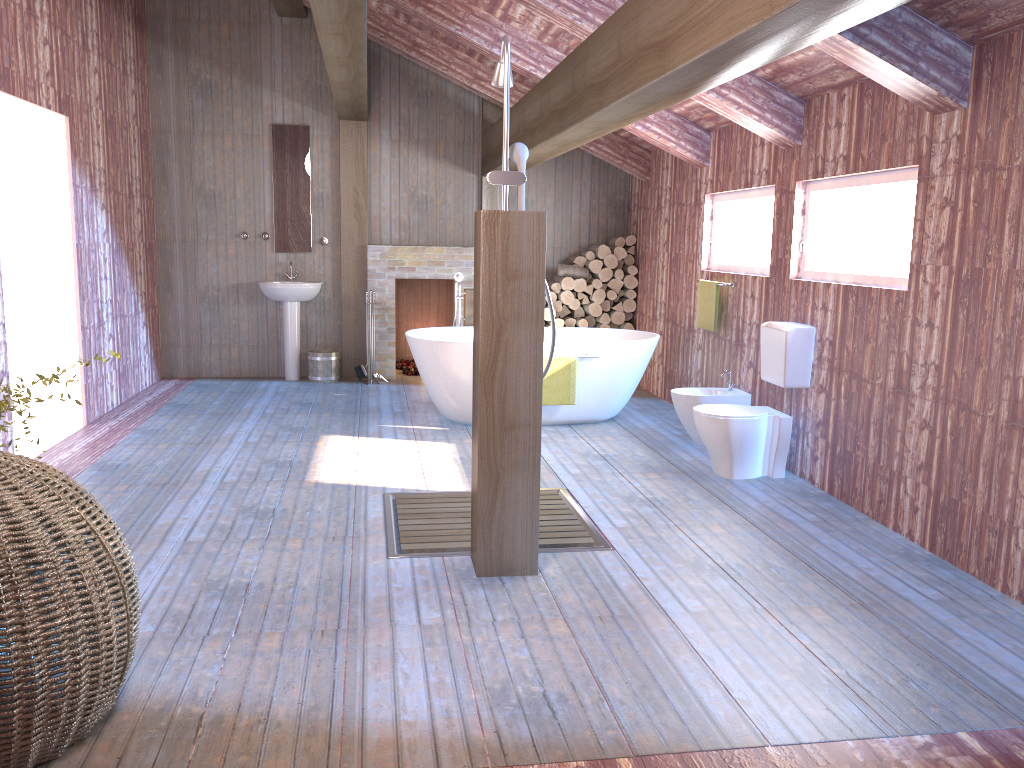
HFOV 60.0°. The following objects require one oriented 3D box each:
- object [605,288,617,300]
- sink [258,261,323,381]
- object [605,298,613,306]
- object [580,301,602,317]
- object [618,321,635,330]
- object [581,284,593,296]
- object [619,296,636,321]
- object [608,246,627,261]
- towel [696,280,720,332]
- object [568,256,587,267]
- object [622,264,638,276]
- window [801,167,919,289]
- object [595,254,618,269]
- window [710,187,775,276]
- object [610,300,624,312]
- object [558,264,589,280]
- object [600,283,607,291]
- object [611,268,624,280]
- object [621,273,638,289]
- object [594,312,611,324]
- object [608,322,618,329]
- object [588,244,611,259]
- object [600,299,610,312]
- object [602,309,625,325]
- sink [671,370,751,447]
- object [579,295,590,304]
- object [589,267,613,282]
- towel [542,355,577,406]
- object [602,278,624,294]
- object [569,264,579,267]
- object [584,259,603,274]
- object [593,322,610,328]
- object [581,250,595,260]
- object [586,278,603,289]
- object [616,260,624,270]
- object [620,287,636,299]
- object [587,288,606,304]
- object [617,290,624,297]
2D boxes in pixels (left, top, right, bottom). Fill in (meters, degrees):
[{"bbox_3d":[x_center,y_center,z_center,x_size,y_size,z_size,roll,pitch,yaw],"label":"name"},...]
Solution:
[{"bbox_3d":[0.942,-0.903,8.844,0.102,0.109,0.438,0,9,-8],"label":"object"},{"bbox_3d":[-2.103,-0.592,8.450,0.582,1.143,0.475,0,9,-9],"label":"sink"},{"bbox_3d":[0.956,-0.820,8.849,0.065,0.069,0.177,0,9,-10],"label":"object"},{"bbox_3d":[0.770,-0.759,8.842,0.141,0.143,0.437,-1,9,-11],"label":"object"},{"bbox_3d":[1.104,-0.570,8.948,0.139,0.137,0.455,-1,9,-11],"label":"object"},{"bbox_3d":[0.706,-0.937,8.799,0.109,0.124,0.424,0,9,-10],"label":"object"},{"bbox_3d":[1.120,-0.752,8.909,0.137,0.256,0.439,0,9,-8],"label":"object"},{"bbox_3d":[1.021,-1.300,8.815,0.133,0.142,0.456,0,9,-8],"label":"object"},{"bbox_3d":[1.450,-0.583,6.572,0.032,0.361,0.370,0,9,-9],"label":"towel"},{"bbox_3d":[0.648,-1.216,8.847,0.140,0.121,0.319,0,9,-7],"label":"object"},{"bbox_3d":[1.144,-1.144,8.839,0.102,0.109,0.438,0,9,-8],"label":"object"},{"bbox_3d":[1.880,-0.831,4.780,0.054,0.587,1.255,0,9,-8],"label":"window"},{"bbox_3d":[0.916,-1.221,8.791,0.141,0.143,0.437,-1,9,-11],"label":"object"},{"bbox_3d":[1.664,-1.078,6.291,0.054,0.587,1.255,0,9,-8],"label":"window"},{"bbox_3d":[1.010,-0.795,8.875,0.115,0.112,0.423,0,9,-9],"label":"object"},{"bbox_3d":[0.598,-1.095,8.655,0.302,0.157,0.121,0,9,-8],"label":"object"},{"bbox_3d":[0.871,-0.958,8.804,0.095,0.090,0.278,0,9,-7],"label":"object"},{"bbox_3d":[1.013,-1.099,8.824,0.089,0.106,0.437,0,9,-8],"label":"object"},{"bbox_3d":[1.129,-1.032,8.859,0.147,0.152,0.439,0,9,-8],"label":"object"},{"bbox_3d":[0.886,-0.666,8.851,0.114,0.113,0.301,-1,9,-11],"label":"object"},{"bbox_3d":[0.978,-0.581,9.007,0.118,0.106,0.319,-1,9,-11],"label":"object"},{"bbox_3d":[0.864,-1.314,8.786,0.135,0.139,0.456,0,9,-8],"label":"object"},{"bbox_3d":[0.887,-0.793,8.841,0.111,0.118,0.302,0,9,-10],"label":"object"},{"bbox_3d":[1.006,-0.681,8.900,0.137,0.133,0.437,-1,9,-11],"label":"object"},{"bbox_3d":[1.344,0.164,6.105,0.515,0.517,0.335,0,9,-8],"label":"sink"},{"bbox_3d":[0.708,-0.850,8.821,0.085,0.096,0.280,0,9,-8],"label":"object"},{"bbox_3d":[0.875,-1.086,8.806,0.143,0.151,0.440,0,9,-9],"label":"object"},{"bbox_3d":[0.284,-0.025,6.357,0.370,0.361,0.032,-1,9,-13],"label":"towel"},{"bbox_3d":[0.974,-0.989,8.867,0.172,0.151,0.482,0,9,-8],"label":"object"},{"bbox_3d":[0.593,-1.131,8.851,0.113,0.130,0.291,0,9,-8],"label":"object"},{"bbox_3d":[0.776,-1.177,8.794,0.139,0.148,0.458,0,9,-8],"label":"object"},{"bbox_3d":[0.887,-0.559,8.864,0.116,0.117,0.289,-1,9,-11],"label":"object"},{"bbox_3d":[0.750,-1.269,8.745,0.094,0.097,0.227,0,9,-8],"label":"object"},{"bbox_3d":[0.796,-1.008,8.802,0.102,0.109,0.438,0,9,-8],"label":"object"},{"bbox_3d":[1.020,-1.199,8.914,0.132,0.119,0.319,0,9,-7],"label":"object"},{"bbox_3d":[1.136,-0.915,8.875,0.102,0.109,0.438,0,9,-8],"label":"object"},{"bbox_3d":[0.815,-0.882,8.830,0.136,0.157,0.439,0,9,-8],"label":"object"},{"bbox_3d":[1.068,-0.921,8.909,0.088,0.092,0.280,0,9,-8],"label":"object"}]
